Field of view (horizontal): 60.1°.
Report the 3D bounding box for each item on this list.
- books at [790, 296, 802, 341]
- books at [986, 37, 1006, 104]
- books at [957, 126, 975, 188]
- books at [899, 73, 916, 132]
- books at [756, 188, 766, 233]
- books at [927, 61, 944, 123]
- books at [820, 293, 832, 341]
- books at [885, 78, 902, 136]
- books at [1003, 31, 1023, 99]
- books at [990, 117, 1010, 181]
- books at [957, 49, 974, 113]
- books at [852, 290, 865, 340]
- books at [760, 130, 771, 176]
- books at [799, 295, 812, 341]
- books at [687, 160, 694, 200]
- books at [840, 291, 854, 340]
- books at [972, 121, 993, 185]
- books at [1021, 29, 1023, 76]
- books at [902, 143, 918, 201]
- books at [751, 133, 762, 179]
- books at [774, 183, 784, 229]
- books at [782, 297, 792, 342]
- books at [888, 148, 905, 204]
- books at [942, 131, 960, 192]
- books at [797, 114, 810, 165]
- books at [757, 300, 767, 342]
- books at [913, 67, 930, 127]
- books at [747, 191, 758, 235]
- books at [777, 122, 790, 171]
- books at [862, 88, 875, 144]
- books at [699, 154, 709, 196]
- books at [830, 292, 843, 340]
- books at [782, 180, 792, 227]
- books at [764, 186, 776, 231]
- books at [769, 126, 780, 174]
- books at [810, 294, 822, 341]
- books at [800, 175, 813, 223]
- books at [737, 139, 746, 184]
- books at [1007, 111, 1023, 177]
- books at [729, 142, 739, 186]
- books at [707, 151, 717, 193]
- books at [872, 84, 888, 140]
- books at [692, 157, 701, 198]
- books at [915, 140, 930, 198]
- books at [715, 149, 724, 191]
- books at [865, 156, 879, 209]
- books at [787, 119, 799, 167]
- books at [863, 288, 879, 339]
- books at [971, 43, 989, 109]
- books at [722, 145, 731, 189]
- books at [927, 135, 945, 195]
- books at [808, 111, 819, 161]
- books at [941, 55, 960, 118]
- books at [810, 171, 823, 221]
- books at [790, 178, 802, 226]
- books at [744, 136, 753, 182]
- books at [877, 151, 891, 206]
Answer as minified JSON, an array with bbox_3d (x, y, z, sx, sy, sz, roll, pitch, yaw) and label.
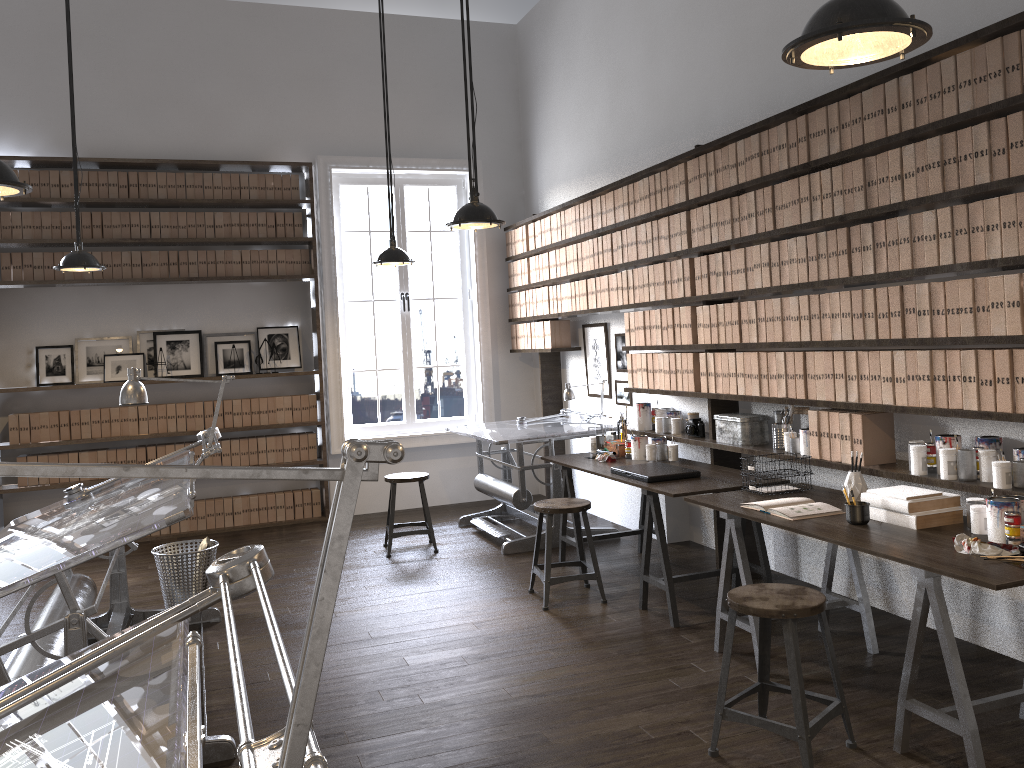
[{"bbox_3d":[1.427,-0.309,4.241,0.175,0.225,0.066,-3,0,-20],"label":"books"},{"bbox_3d":[1.780,-1.106,3.147,0.175,0.226,0.067,-3,0,-20],"label":"books"},{"bbox_3d":[1.750,-0.833,3.286,0.174,0.226,0.066,-3,0,-20],"label":"books"},{"bbox_3d":[1.643,-1.117,3.535,0.174,0.226,0.066,-3,0,-20],"label":"books"},{"bbox_3d":[1.325,-0.867,4.460,0.175,0.226,0.066,-3,0,-20],"label":"books"},{"bbox_3d":[1.692,-1.114,3.405,0.175,0.226,0.066,-3,0,-20],"label":"books"},{"bbox_3d":[1.503,-0.304,4.043,0.174,0.226,0.066,-3,0,-20],"label":"books"},{"bbox_3d":[1.615,-1.119,3.602,0.175,0.226,0.066,-3,0,-20],"label":"books"},{"bbox_3d":[1.809,-1.105,3.085,0.175,0.226,0.066,-3,0,-20],"label":"books"},{"bbox_3d":[1.799,-0.830,3.152,0.175,0.226,0.066,-3,0,-20],"label":"books"},{"bbox_3d":[1.739,-1.110,3.270,0.175,0.225,0.066,-3,0,-20],"label":"books"},{"bbox_3d":[1.569,-0.297,3.839,0.175,0.226,0.067,-3,0,-20],"label":"books"},{"bbox_3d":[1.331,-1.142,4.403,0.175,0.226,0.066,-3,0,-20],"label":"books"},{"bbox_3d":[1.450,-0.307,4.173,0.175,0.226,0.067,-3,0,-20],"label":"books"},{"bbox_3d":[1.096,-1.161,5.049,0.175,0.225,0.066,-3,0,-20],"label":"books"},{"bbox_3d":[1.545,-0.299,3.907,0.175,0.226,0.066,-3,0,-20],"label":"books"},{"bbox_3d":[1.770,-0.831,3.218,0.174,0.226,0.066,-3,0,-20],"label":"books"},{"bbox_3d":[1.833,-1.103,3.019,0.174,0.226,0.066,-3,0,-20],"label":"books"},{"bbox_3d":[1.656,-0.840,3.537,0.175,0.225,0.066,-3,0,-20],"label":"books"},{"bbox_3d":[1.303,-1.144,4.465,0.175,0.226,0.067,-3,0,-20],"label":"books"},{"bbox_3d":[1.376,-0.863,4.320,0.175,0.225,0.066,-3,0,-20],"label":"books"},{"bbox_3d":[1.407,-0.311,4.301,0.175,0.225,0.066,-3,0,-20],"label":"books"},{"bbox_3d":[1.629,-0.842,3.604,0.175,0.226,0.067,-3,0,-20],"label":"books"},{"bbox_3d":[1.726,-0.835,3.352,0.175,0.226,0.066,-3,0,-20],"label":"books"},{"bbox_3d":[1.425,-1.134,4.131,0.175,0.226,0.067,-3,0,-20],"label":"books"},{"bbox_3d":[1.339,-0.317,4.494,0.174,0.226,0.066,-3,0,-20],"label":"books"},{"bbox_3d":[1.670,-1.116,3.471,0.174,0.226,0.066,-3,0,-20],"label":"books"},{"bbox_3d":[1.296,-0.869,4.526,0.174,0.226,0.066,-3,0,-20],"label":"books"},{"bbox_3d":[1.376,-1.138,4.269,0.174,0.226,0.066,-3,0,-20],"label":"books"},{"bbox_3d":[1.573,-1.123,3.731,0.175,0.225,0.066,-3,0,-20],"label":"books"},{"bbox_3d":[1.138,-1.157,4.920,0.175,0.226,0.066,-3,0,-20],"label":"books"},{"bbox_3d":[1.523,-0.302,3.976,0.174,0.226,0.066,-3,0,-20],"label":"books"},{"bbox_3d":[1.396,-0.861,4.258,0.175,0.225,0.066,-3,0,-20],"label":"books"},{"bbox_3d":[1.345,-0.865,4.388,0.175,0.226,0.067,-3,0,-20],"label":"books"},{"bbox_3d":[1.356,-1.141,4.337,0.174,0.226,0.066,-3,0,-20],"label":"books"},{"bbox_3d":[1.478,-0.306,4.108,0.175,0.226,0.066,-3,0,-20],"label":"books"},{"bbox_3d":[1.438,-0.857,4.129,0.175,0.226,0.066,-3,0,-20],"label":"books"},{"bbox_3d":[1.262,-1.148,4.588,0.175,0.225,0.066,-3,0,-20],"label":"books"},{"bbox_3d":[1.819,-0.827,3.080,0.175,0.226,0.067,-3,0,-20],"label":"books"},{"bbox_3d":[1.235,-1.150,4.655,0.175,0.226,0.067,-3,0,-20],"label":"books"},{"bbox_3d":[1.166,-1.155,4.853,0.174,0.226,0.066,-3,0,-20],"label":"books"},{"bbox_3d":[1.590,-1.121,3.670,0.175,0.226,0.067,-3,0,-20],"label":"books"},{"bbox_3d":[1.113,-1.159,4.988,0.175,0.226,0.067,-3,0,-20],"label":"books"},{"bbox_3d":[1.679,-0.839,3.478,0.175,0.225,0.066,-3,0,-20],"label":"books"},{"bbox_3d":[1.193,-1.154,4.789,0.174,0.226,0.066,-3,0,-20],"label":"books"},{"bbox_3d":[1.587,-0.847,3.738,0.174,0.226,0.066,-3,0,-20],"label":"books"},{"bbox_3d":[1.404,-1.137,4.203,0.175,0.226,0.066,-3,0,-20],"label":"books"},{"bbox_3d":[1.595,-0.296,3.781,0.175,0.225,0.066,-3,0,-20],"label":"books"},{"bbox_3d":[1.762,-1.108,3.211,0.175,0.225,0.066,-3,0,-20],"label":"books"},{"bbox_3d":[1.215,-1.152,4.722,0.175,0.226,0.066,-3,0,-20],"label":"books"},{"bbox_3d":[1.697,-0.837,3.414,0.175,0.226,0.067,-3,0,-20],"label":"books"},{"bbox_3d":[1.455,-1.133,4.063,0.175,0.225,0.066,-3,0,-20],"label":"books"},{"bbox_3d":[1.712,-1.112,3.337,0.175,0.226,0.067,-3,0,-20],"label":"books"},{"bbox_3d":[1.466,-0.856,4.062,0.174,0.226,0.066,-3,0,-20],"label":"books"},{"bbox_3d":[1.413,-0.859,4.197,0.175,0.226,0.067,-3,0,-20],"label":"books"},{"bbox_3d":[1.285,-1.146,4.529,0.175,0.225,0.066,-3,0,-20],"label":"books"},{"bbox_3d":[1.609,-0.845,3.671,0.175,0.226,0.066,-3,0,-20],"label":"books"}]
